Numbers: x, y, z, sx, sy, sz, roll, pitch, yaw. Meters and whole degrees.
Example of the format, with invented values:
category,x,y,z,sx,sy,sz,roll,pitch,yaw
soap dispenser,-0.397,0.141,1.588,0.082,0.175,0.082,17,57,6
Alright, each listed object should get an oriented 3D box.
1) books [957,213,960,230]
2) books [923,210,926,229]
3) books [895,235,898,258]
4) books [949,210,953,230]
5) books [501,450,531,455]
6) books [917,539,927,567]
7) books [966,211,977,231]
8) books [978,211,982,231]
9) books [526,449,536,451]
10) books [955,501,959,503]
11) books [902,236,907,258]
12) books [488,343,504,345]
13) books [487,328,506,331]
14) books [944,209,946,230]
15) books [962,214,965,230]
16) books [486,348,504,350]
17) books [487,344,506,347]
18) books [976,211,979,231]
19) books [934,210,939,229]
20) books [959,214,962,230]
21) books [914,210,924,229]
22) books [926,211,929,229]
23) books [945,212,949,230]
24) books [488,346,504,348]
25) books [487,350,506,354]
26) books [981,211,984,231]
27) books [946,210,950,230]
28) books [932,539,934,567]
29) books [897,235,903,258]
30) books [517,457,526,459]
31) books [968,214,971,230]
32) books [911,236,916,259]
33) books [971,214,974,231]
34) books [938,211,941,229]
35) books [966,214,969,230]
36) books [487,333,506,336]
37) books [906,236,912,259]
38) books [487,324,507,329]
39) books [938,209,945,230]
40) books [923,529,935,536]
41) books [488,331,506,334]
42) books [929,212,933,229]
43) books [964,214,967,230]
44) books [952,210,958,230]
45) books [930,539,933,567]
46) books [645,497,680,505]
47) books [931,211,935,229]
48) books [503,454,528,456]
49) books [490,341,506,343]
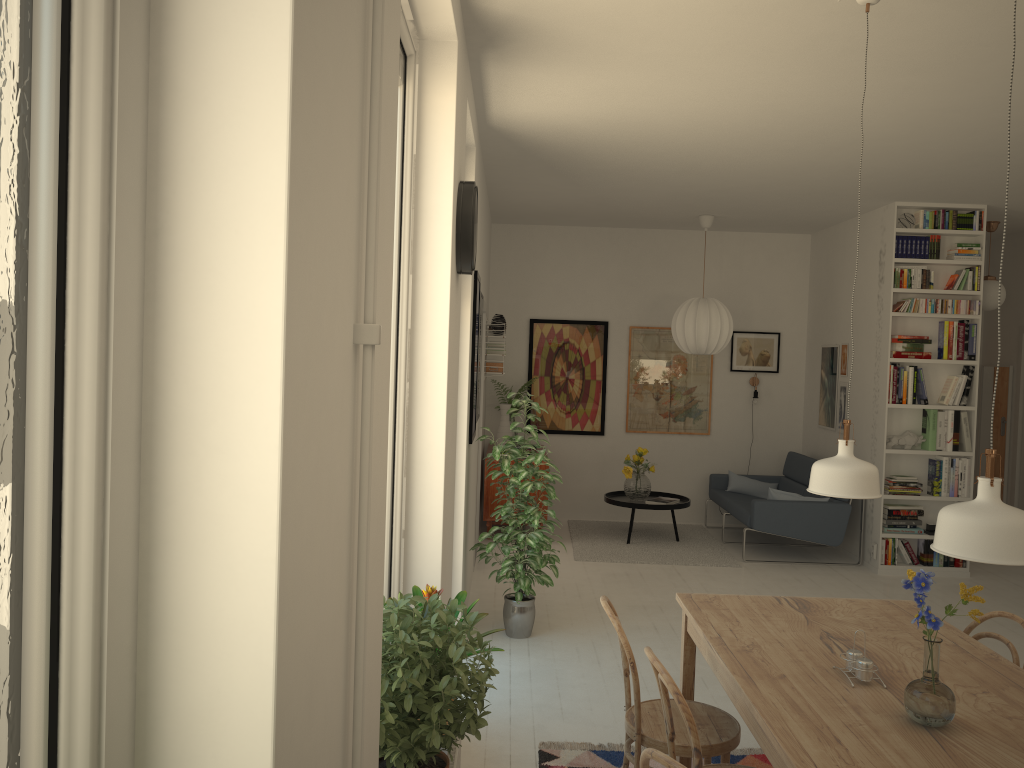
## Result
category,x,y,z,sx,sy,sz,roll,pitch,yaw
books,3.459,-1.258,6.938,0.017,0.130,0.150,2,2,0
books,3.199,-1.277,6.970,0.013,0.146,0.208,2,2,0
books,2.979,-1.067,6.976,0.034,0.178,0.188,2,2,0
books,3.401,-1.274,6.982,0.032,0.154,0.212,2,2,0
books,0.024,0.595,7.684,0.311,0.015,0.192,2,2,3
books,3.235,1.317,7.033,0.015,0.214,0.202,2,2,0
books,3.584,-1.265,6.938,0.019,0.157,0.150,2,2,0
books,3.626,-1.264,6.973,0.021,0.151,0.228,2,2,0
books,0.035,0.604,8.302,0.371,0.022,0.259,2,2,0
books,3.512,1.057,7.043,0.034,0.257,0.209,2,2,0
books,3.049,-1.065,6.977,0.034,0.178,0.188,2,2,0
books,-0.143,-0.379,8.360,0.153,0.013,0.197,2,2,2
books,-0.142,-0.490,8.045,0.155,0.024,0.136,2,2,-7
books,3.353,-1.277,6.974,0.012,0.157,0.220,2,2,0
books,3.494,-1.257,6.939,0.017,0.130,0.150,2,2,0
books,-0.150,-0.329,8.353,0.168,0.021,0.197,2,2,2
books,-0.146,-0.362,8.353,0.173,0.023,0.190,2,2,-1
books,3.605,-1.267,6.976,0.020,0.156,0.229,2,2,0
books,3.285,-1.272,6.955,0.028,0.147,0.192,2,2,0
books,3.476,-1.258,6.938,0.017,0.130,0.150,2,2,0
books,3.180,-1.278,6.953,0.026,0.149,0.155,2,2,0
books,3.217,-1.270,6.945,0.023,0.136,0.161,2,2,0
books,3.368,-1.266,6.964,0.019,0.137,0.201,2,2,0
books,-0.150,-0.346,8.369,0.147,0.012,0.195,2,2,-3
books,-0.145,-0.301,8.362,0.179,0.037,0.190,2,2,-1
books,3.643,-1.266,6.994,0.014,0.154,0.260,2,2,0
books,3.381,-1.273,6.970,0.009,0.151,0.208,2,2,0
books,3.295,1.319,7.041,0.015,0.214,0.202,2,2,0
books,3.014,-1.066,6.977,0.034,0.178,0.188,2,2,0
books,0.021,0.626,7.685,0.320,0.020,0.237,2,2,-4
books,3.546,-1.255,6.939,0.017,0.130,0.150,2,2,0
books,3.119,-1.063,6.977,0.034,0.178,0.188,2,2,0
books,3.564,-1.255,6.939,0.017,0.130,0.150,2,2,0
books,3.311,-1.274,6.971,0.024,0.148,0.188,2,2,0
books,3.529,-1.256,6.939,0.017,0.130,0.150,2,2,0
books,-0.141,-0.445,8.051,0.159,0.028,0.147,2,2,-3
books,3.084,-1.064,6.977,0.034,0.178,0.188,2,2,0
books,-0.129,-0.520,8.039,0.178,0.036,0.145,2,2,-7
books,3.335,-1.277,6.978,0.024,0.156,0.228,2,2,0
books,3.365,1.171,6.982,0.214,0.023,0.130,2,2,0
books,-0.132,-0.469,8.053,0.158,0.019,0.131,2,2,2
books,3.241,-1.268,6.987,0.025,0.131,0.253,2,2,0
books,3.511,-1.257,6.939,0.017,0.130,0.150,2,2,0
books,3.434,-1.272,6.966,0.032,0.152,0.200,2,2,0
books,3.280,1.318,7.036,0.015,0.214,0.202,2,2,0
books,1.326,1.033,7.799,0.200,0.031,0.289,3,3,34
books,3.263,-1.272,6.973,0.018,0.141,0.206,2,2,0
books,0.012,0.610,7.684,0.296,0.015,0.240,2,2,-1
books,-0.136,-0.393,8.357,0.147,0.016,0.195,2,2,-3
